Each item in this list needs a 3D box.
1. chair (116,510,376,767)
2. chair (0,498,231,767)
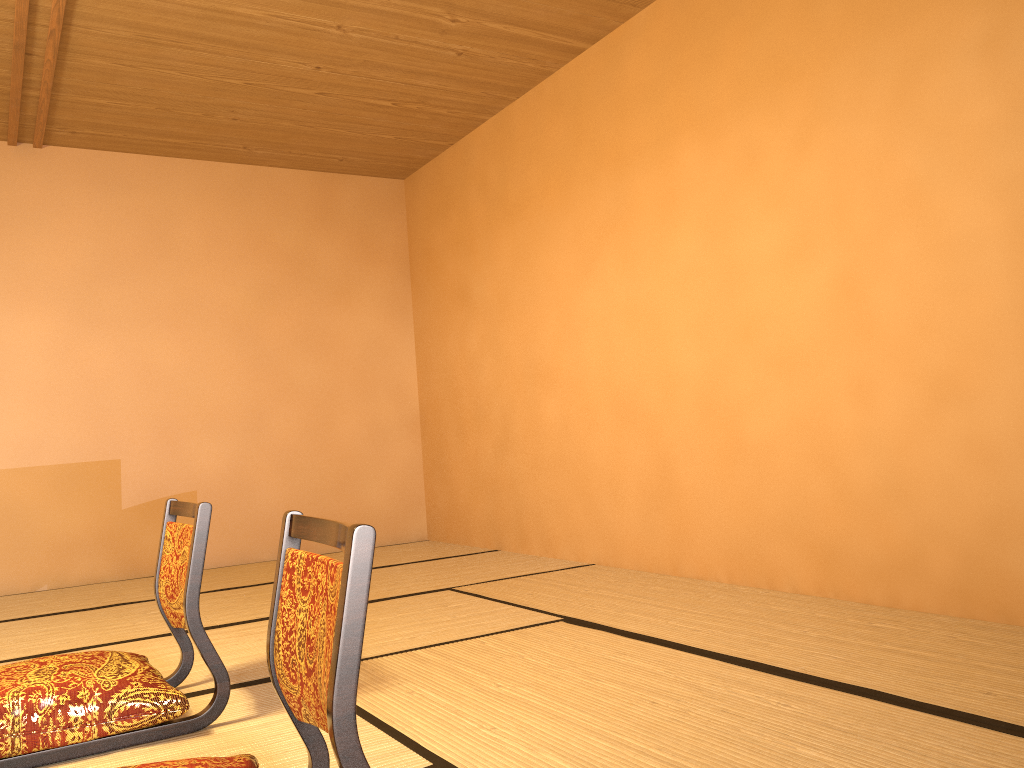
[{"bbox_3d":[-0.561,0.493,1.277,0.686,0.546,0.583,-2,-3,-27],"label":"chair"},{"bbox_3d":[-1.118,0.591,2.207,0.698,0.546,0.583,-2,-4,-32],"label":"chair"}]
